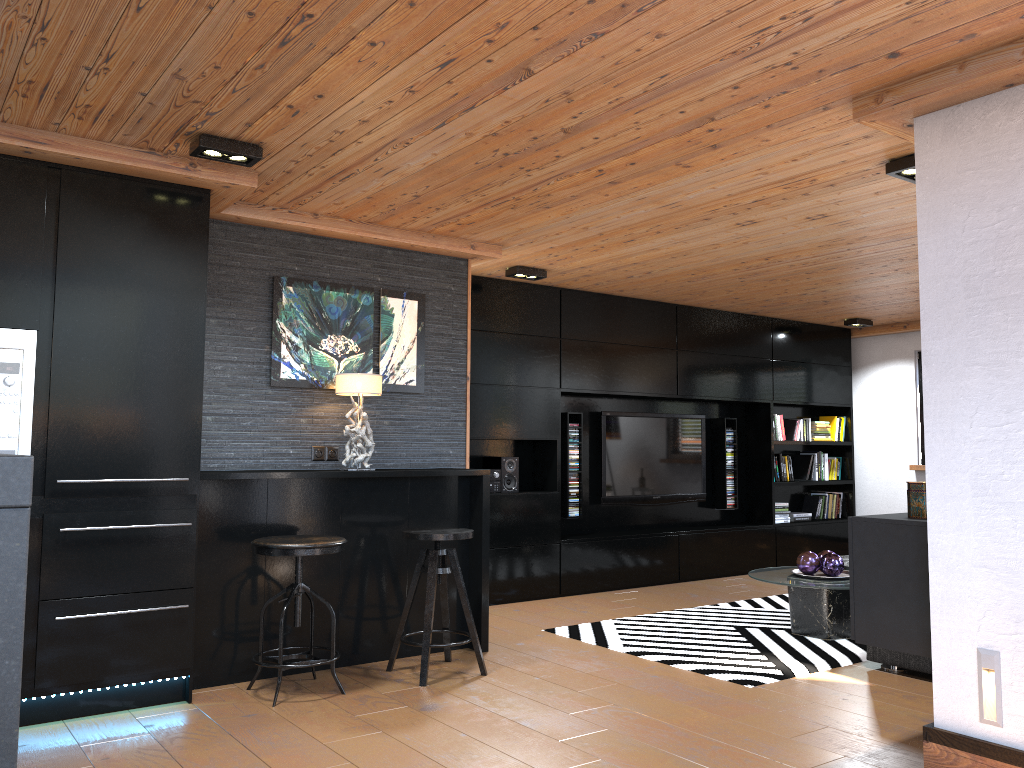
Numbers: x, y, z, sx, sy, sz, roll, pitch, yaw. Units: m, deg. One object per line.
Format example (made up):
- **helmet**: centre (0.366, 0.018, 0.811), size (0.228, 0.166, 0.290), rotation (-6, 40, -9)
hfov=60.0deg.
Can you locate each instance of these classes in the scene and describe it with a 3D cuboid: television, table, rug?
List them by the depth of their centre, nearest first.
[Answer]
- **table**: centre (2.165, 1.346, 5.593), size (1.540, 0.372, 0.885), rotation (3, -5, -35)
- **rug**: centre (1.840, 1.548, 5.720), size (2.933, 0.020, 1.641), rotation (3, -5, -36)
- **television**: centre (1.252, 0.662, 7.785), size (1.266, 0.814, 0.050), rotation (3, -6, -36)

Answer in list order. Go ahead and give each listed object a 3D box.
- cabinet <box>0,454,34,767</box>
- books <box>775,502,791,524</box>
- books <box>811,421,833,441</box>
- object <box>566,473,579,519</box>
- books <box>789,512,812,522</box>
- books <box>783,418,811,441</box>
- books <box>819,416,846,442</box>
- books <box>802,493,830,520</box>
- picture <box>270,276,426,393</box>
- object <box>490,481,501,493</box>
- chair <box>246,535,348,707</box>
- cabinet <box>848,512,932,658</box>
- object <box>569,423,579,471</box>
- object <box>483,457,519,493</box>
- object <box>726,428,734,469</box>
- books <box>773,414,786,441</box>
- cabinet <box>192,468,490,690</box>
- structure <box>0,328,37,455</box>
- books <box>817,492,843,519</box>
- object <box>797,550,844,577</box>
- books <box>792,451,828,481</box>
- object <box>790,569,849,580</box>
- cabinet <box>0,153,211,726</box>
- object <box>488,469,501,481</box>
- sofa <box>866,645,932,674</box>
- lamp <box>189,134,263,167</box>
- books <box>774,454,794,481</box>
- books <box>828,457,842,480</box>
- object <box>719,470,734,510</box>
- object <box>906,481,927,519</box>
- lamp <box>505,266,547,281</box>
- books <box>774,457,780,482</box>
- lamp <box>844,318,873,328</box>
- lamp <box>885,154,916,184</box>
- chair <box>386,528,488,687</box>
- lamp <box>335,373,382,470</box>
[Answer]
- **cabinet**: centre (-3.109, 0.595, 0.531), size (4.854, 1.105, 0.878), rotation (3, -6, -36)
- **books**: centre (2.518, 1.245, 8.590), size (0.305, 0.188, 0.256), rotation (3, -5, -29)
- **books**: centre (3.091, 0.486, 9.049), size (0.299, 0.197, 0.257), rotation (3, -5, -33)
- **object**: centre (0.454, 0.890, 7.165), size (0.126, 0.379, 0.123), rotation (4, -6, -36)
- **books**: centre (2.805, 1.319, 8.803), size (0.269, 0.073, 0.207), rotation (3, -5, -32)
- **books**: centre (2.837, 0.460, 8.907), size (0.287, 0.233, 0.180), rotation (3, -5, -33)
- **books**: centre (3.318, 0.467, 9.187), size (0.212, 0.261, 0.210), rotation (4, -6, -36)
- **books**: centre (3.092, 1.245, 9.030), size (0.247, 0.256, 0.204), rotation (4, -6, -37)
- **picture**: centre (-0.899, -0.263, 4.998), size (0.936, 0.594, 0.010), rotation (3, -6, -36)
- **object**: centre (-0.274, 0.763, 6.572), size (0.288, 0.088, 0.255), rotation (3, -5, -36)
- **chair**: centre (-0.997, 1.080, 4.126), size (0.446, 0.717, 0.436), rotation (3, -6, -32)
- **cabinet**: centre (1.767, 0.748, 3.487), size (0.965, 0.469, 0.353), rotation (3, -6, -36)
- **object**: centre (0.456, 0.512, 7.198), size (0.126, 0.380, 0.123), rotation (4, -6, -36)
- **object**: centre (-0.086, 0.685, 6.711), size (0.158, 0.266, 0.262), rotation (4, -6, -35)
- **object**: centre (1.984, 0.600, 8.301), size (0.126, 0.380, 0.123), rotation (4, -6, -36)
- **books**: centre (2.486, 0.415, 8.581), size (0.243, 0.270, 0.205), rotation (4, -6, -36)
- **cabinet**: centre (-0.913, 0.962, 4.664), size (1.643, 1.011, 0.424), rotation (3, -6, -36)
- **structure**: centre (-2.189, 0.103, 3.423), size (0.600, 0.672, 0.039), rotation (4, -6, -36)
- **books**: centre (3.263, 1.252, 9.154), size (0.254, 0.261, 0.210), rotation (4, -6, -36)
- **object**: centre (1.914, 1.099, 5.446), size (0.281, 0.143, 0.267), rotation (-3, -6, 38)
- **books**: centre (2.998, 0.827, 8.963), size (0.349, 0.296, 0.219), rotation (4, -6, -36)
- **object**: centre (1.910, 1.164, 5.424), size (0.397, 0.022, 0.391), rotation (2, -4, -17)
- **cabinet**: centre (-4.168, 0.078, 2.292), size (6.501, 2.383, 0.537), rotation (3, -6, -36)
- **object**: centre (-0.270, 0.677, 6.574), size (0.288, 0.088, 0.267), rotation (3, -5, -36)
- **sofa**: centre (3.091, 1.137, 5.546), size (3.123, 0.819, 2.063), rotation (3, -5, -36)
- **lamp**: centre (-1.191, -0.979, 3.696), size (0.264, 0.068, 0.153), rotation (3, -5, -36)
- **books**: centre (2.632, 0.819, 8.714), size (0.239, 0.270, 0.207), rotation (4, -6, -36)
- **books**: centre (3.256, 0.874, 9.163), size (0.293, 0.238, 0.187), rotation (4, -6, -37)
- **object**: centre (1.982, 0.978, 8.268), size (0.126, 0.379, 0.123), rotation (4, -6, -36)
- **object**: centre (1.521, 0.430, 3.292), size (0.107, 0.135, 0.098), rotation (-4, -7, 44)
- **lamp**: centre (0.100, -0.786, 6.246), size (0.264, 0.068, 0.153), rotation (3, -5, -36)
- **books**: centre (2.458, 0.813, 8.588), size (0.239, 0.270, 0.207), rotation (4, -6, -36)
- **lamp**: centre (3.362, -0.599, 8.603), size (0.264, 0.068, 0.153), rotation (3, -5, -36)
- **lamp**: centre (1.783, -0.950, 3.897), size (0.264, 0.068, 0.153), rotation (3, -5, -36)
- **chair**: centre (-0.378, 1.107, 4.486), size (0.397, 0.722, 0.388), rotation (4, -6, -36)
- **lamp**: centre (-0.831, 0.208, 4.787), size (0.250, 0.516, 0.244), rotation (3, -6, -32)
